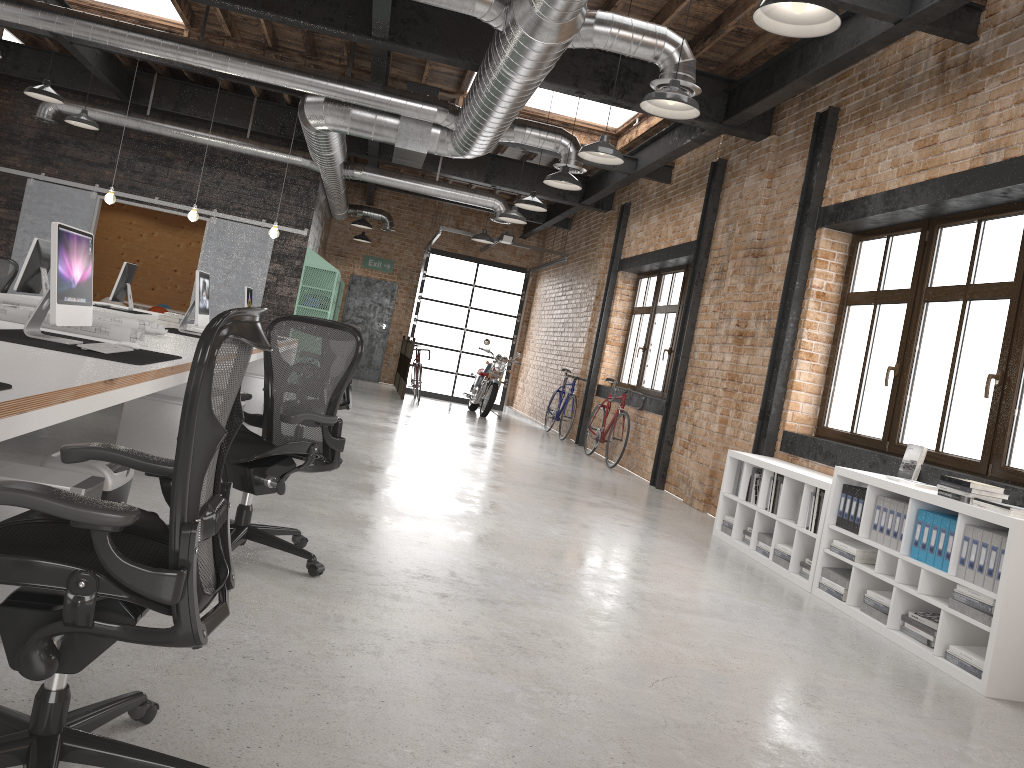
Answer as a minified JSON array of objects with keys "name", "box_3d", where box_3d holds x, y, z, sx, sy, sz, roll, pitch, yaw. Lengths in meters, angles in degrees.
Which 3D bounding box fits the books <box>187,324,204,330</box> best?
[{"name":"books","box_3d":[-2.948,-0.527,8.135,0.244,0.019,0.204,12,2,28]}]

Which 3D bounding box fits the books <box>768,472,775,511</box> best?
[{"name":"books","box_3d":[1.974,0.772,6.311,0.258,0.355,0.049,11,-1,-5]}]

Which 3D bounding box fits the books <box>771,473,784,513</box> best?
[{"name":"books","box_3d":[1.985,0.776,6.257,0.271,0.354,0.063,11,-1,-5]}]

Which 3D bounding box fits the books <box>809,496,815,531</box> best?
[{"name":"books","box_3d":[2.006,0.857,5.702,0.162,0.240,0.054,11,-1,-5]}]

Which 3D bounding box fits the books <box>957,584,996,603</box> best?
[{"name":"books","box_3d":[2.263,0.988,4.152,0.214,0.052,0.252,11,2,-10]}]

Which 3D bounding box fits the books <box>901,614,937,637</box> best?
[{"name":"books","box_3d":[2.194,1.254,4.579,0.222,0.055,0.282,11,2,-9]}]

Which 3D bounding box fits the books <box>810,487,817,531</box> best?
[{"name":"books","box_3d":[2.061,0.809,5.692,0.258,0.355,0.049,11,-1,-5]}]

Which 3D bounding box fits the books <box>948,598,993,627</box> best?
[{"name":"books","box_3d":[2.246,1.082,4.170,0.216,0.072,0.290,11,2,-10]}]

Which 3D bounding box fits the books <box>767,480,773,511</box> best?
[{"name":"books","box_3d":[1.919,0.820,6.321,0.162,0.240,0.054,11,-1,-5]}]

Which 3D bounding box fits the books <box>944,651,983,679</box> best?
[{"name":"books","box_3d":[2.212,1.325,4.159,0.206,0.061,0.275,11,2,-10]}]

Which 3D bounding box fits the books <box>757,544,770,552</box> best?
[{"name":"books","box_3d":[1.879,1.167,6.207,0.218,0.034,0.260,11,2,-10]}]

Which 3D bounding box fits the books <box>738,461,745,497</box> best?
[{"name":"books","box_3d":[1.900,0.760,6.851,0.265,0.315,0.025,11,-1,-5]}]

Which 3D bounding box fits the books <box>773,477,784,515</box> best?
[{"name":"books","box_3d":[1.964,0.810,6.223,0.221,0.283,0.061,11,-1,-5]}]

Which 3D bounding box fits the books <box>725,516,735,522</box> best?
[{"name":"books","box_3d":[1.790,1.054,6.817,0.214,0.052,0.252,11,2,-10]}]

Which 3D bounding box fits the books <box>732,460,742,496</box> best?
[{"name":"books","box_3d":[1.891,0.737,6.945,0.259,0.351,0.065,11,-1,-5]}]

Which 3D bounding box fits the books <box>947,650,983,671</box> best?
[{"name":"books","box_3d":[2.222,1.300,4.152,0.218,0.034,0.260,11,2,-10]}]

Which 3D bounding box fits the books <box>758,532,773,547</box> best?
[{"name":"books","box_3d":[1.890,1.113,6.223,0.216,0.078,0.291,11,2,-10]}]

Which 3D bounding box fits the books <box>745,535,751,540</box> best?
[{"name":"books","box_3d":[1.841,1.151,6.518,0.163,0.047,0.239,11,2,-9]}]

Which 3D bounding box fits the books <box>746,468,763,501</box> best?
[{"name":"books","box_3d":[1.920,0.750,6.691,0.271,0.354,0.063,11,-1,-5]}]

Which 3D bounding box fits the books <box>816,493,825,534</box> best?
[{"name":"books","box_3d":[2.051,0.847,5.604,0.221,0.283,0.061,11,-1,-5]}]

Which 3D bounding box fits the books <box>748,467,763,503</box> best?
[{"name":"books","box_3d":[1.899,0.783,6.657,0.221,0.283,0.061,11,-1,-5]}]

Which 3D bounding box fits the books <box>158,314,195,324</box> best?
[{"name":"books","box_3d":[-2.803,-0.539,7.398,0.193,0.044,0.257,11,2,7]}]

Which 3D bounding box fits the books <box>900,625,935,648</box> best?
[{"name":"books","box_3d":[2.167,1.307,4.576,0.183,0.049,0.262,11,2,-9]}]

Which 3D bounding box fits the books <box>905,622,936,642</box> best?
[{"name":"books","box_3d":[2.168,1.278,4.562,0.163,0.047,0.239,11,2,-9]}]

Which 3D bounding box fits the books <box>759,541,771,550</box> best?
[{"name":"books","box_3d":[1.882,1.149,6.203,0.214,0.046,0.252,11,2,-10]}]

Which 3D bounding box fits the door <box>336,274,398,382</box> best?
[{"name":"door","box_3d":[-3.052,-1.157,18.390,0.996,2.101,0.218,11,-1,-10]}]

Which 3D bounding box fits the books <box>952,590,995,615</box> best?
[{"name":"books","box_3d":[2.250,1.031,4.162,0.206,0.067,0.276,11,2,-10]}]

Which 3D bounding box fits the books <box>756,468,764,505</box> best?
[{"name":"books","box_3d":[1.957,0.764,6.511,0.259,0.351,0.065,11,-1,-5]}]

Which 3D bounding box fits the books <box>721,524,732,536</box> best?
[{"name":"books","box_3d":[1.772,1.148,6.835,0.216,0.072,0.290,11,2,-10]}]

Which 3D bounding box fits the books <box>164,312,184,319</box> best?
[{"name":"books","box_3d":[-2.812,-0.573,7.397,0.152,0.030,0.185,11,2,-12]}]

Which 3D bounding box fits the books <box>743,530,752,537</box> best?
[{"name":"books","box_3d":[1.868,1.127,6.535,0.222,0.055,0.282,11,2,-9]}]

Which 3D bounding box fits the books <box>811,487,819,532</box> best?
[{"name":"books","box_3d":[2.067,0.812,5.669,0.258,0.353,0.070,11,-1,-5]}]

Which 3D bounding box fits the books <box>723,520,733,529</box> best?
[{"name":"books","box_3d":[1.777,1.097,6.828,0.206,0.067,0.276,11,2,-10]}]

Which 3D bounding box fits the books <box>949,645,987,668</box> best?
[{"name":"books","box_3d":[2.225,1.283,4.148,0.214,0.046,0.252,11,2,-10]}]

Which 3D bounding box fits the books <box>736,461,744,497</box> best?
[{"name":"books","box_3d":[1.892,0.748,6.882,0.249,0.333,0.060,11,-1,-5]}]

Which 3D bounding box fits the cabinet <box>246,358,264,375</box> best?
[{"name":"cabinet","box_3d":[-2.541,0.003,8.502,0.459,0.648,0.388,11,0,-10]}]

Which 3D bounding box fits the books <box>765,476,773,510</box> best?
[{"name":"books","box_3d":[1.924,0.808,6.352,0.182,0.262,0.056,11,-1,-5]}]

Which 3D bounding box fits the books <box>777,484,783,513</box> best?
[{"name":"books","box_3d":[1.962,0.832,6.187,0.197,0.240,0.058,11,-1,-5]}]

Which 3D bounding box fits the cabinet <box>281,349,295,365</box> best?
[{"name":"cabinet","box_3d":[-2.897,-0.135,10.614,0.459,0.648,0.388,11,0,-10]}]

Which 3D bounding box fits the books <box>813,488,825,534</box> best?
[{"name":"books","box_3d":[2.072,0.813,5.639,0.271,0.354,0.063,11,-1,-5]}]

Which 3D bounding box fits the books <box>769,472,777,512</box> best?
[{"name":"books","box_3d":[1.980,0.775,6.287,0.258,0.353,0.070,11,-1,-5]}]

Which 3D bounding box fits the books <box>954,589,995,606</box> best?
[{"name":"books","box_3d":[2.260,1.006,4.156,0.218,0.039,0.260,11,2,-10]}]

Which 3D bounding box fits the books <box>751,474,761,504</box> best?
[{"name":"books","box_3d":[1.896,0.806,6.621,0.197,0.240,0.058,11,-1,-5]}]

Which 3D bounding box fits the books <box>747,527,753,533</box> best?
[{"name":"books","box_3d":[1.874,1.095,6.511,0.198,0.055,0.240,11,2,-9]}]

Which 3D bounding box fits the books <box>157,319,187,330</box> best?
[{"name":"books","box_3d":[-2.832,-0.496,7.379,0.200,0.050,0.272,11,2,-13]}]

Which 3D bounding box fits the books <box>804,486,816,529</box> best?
[{"name":"books","box_3d":[2.053,0.830,5.777,0.258,0.305,0.040,11,-1,-5]}]

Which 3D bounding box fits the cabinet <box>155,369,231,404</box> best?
[{"name":"cabinet","box_3d":[-2.049,0.194,5.580,0.459,0.648,0.388,11,0,-10]}]

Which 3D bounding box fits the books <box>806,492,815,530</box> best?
[{"name":"books","box_3d":[2.011,0.845,5.734,0.182,0.262,0.056,11,-1,-5]}]

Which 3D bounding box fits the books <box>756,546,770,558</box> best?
[{"name":"books","box_3d":[1.869,1.191,6.214,0.206,0.061,0.275,11,2,-10]}]

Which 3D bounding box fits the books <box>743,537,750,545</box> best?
[{"name":"books","box_3d":[1.841,1.180,6.532,0.183,0.049,0.262,11,2,-9]}]

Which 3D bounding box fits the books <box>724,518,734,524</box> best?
[{"name":"books","box_3d":[1.786,1.072,6.821,0.218,0.039,0.260,11,2,-10]}]

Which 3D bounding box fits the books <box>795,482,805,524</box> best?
[{"name":"books","box_3d":[2.043,0.801,5.892,0.259,0.351,0.065,11,-1,-5]}]
